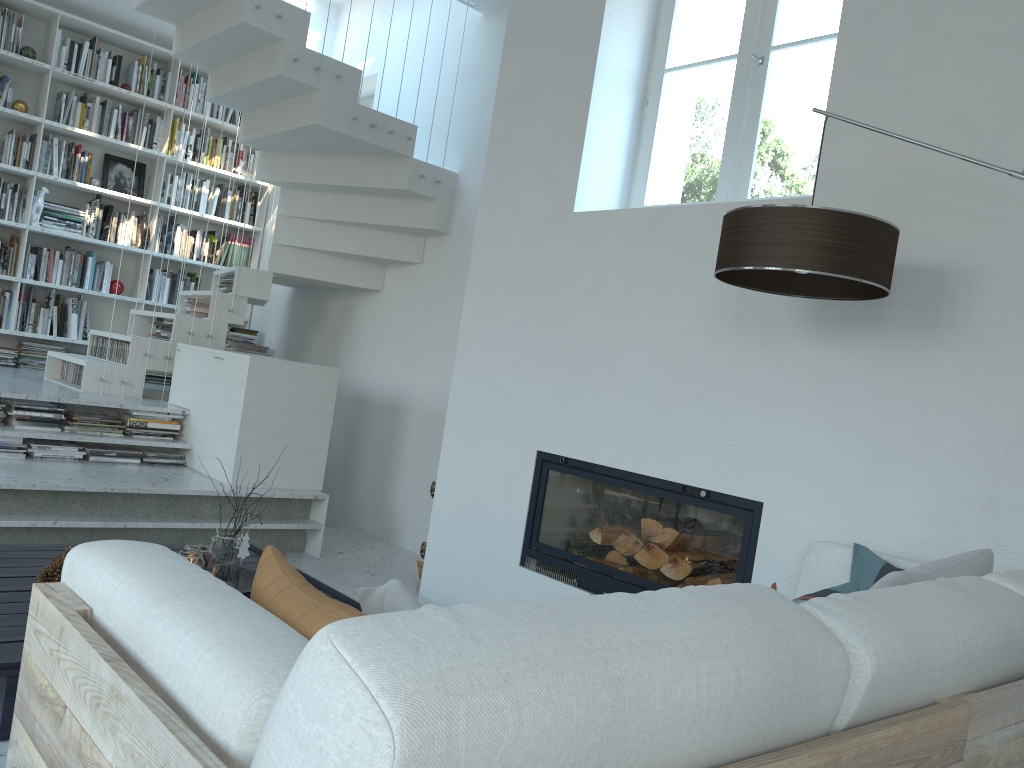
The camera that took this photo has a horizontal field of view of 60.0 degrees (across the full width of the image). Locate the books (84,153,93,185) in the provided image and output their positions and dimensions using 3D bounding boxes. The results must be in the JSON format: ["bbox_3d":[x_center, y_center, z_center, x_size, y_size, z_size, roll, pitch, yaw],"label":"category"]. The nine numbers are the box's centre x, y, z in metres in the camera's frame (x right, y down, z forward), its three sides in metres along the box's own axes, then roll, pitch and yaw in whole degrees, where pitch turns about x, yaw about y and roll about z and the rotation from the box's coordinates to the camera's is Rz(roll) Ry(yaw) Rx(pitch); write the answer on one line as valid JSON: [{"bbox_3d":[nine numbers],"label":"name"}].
[{"bbox_3d":[-3.108,-1.554,6.463,0.026,0.244,0.177,8,1,-41],"label":"books"}]

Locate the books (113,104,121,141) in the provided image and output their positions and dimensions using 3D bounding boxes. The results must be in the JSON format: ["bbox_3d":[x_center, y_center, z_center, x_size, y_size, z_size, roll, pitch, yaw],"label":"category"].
[{"bbox_3d":[-2.935,-1.918,6.583,0.048,0.283,0.162,8,1,-41],"label":"books"}]

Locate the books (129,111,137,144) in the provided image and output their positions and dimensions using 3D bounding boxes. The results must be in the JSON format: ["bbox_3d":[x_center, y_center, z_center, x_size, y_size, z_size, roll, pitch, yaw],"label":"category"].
[{"bbox_3d":[-2.862,-1.897,6.639,0.023,0.264,0.156,8,1,-41],"label":"books"}]

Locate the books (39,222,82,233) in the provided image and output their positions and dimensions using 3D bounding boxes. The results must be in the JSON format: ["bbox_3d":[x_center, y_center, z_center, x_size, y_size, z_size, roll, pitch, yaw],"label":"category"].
[{"bbox_3d":[-3.273,-1.126,6.396,0.285,0.012,0.159,9,0,-36],"label":"books"}]

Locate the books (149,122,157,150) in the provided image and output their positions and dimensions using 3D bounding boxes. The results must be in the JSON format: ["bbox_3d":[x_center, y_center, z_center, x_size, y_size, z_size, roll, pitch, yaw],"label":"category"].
[{"bbox_3d":[-2.757,-1.865,6.741,0.022,0.234,0.158,8,1,-41],"label":"books"}]

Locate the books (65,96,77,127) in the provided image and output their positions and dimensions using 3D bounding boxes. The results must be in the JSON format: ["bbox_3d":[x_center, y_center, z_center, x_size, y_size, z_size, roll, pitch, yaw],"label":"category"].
[{"bbox_3d":[-3.175,-1.939,6.376,0.026,0.251,0.130,8,1,-41],"label":"books"}]

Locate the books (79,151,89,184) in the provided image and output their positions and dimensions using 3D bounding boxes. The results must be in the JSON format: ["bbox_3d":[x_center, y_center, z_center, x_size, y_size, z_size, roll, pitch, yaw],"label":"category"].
[{"bbox_3d":[-3.132,-1.562,6.454,0.021,0.253,0.166,8,1,-41],"label":"books"}]

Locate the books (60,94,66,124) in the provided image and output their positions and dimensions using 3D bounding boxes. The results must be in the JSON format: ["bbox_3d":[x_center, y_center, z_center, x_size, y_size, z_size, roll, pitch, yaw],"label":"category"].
[{"bbox_3d":[-3.223,-1.939,6.323,0.013,0.237,0.141,8,1,-41],"label":"books"}]

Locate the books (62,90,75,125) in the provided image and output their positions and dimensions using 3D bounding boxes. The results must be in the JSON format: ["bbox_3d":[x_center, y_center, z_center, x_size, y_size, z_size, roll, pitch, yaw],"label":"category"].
[{"bbox_3d":[-3.196,-1.958,6.344,0.052,0.282,0.166,8,1,-41],"label":"books"}]

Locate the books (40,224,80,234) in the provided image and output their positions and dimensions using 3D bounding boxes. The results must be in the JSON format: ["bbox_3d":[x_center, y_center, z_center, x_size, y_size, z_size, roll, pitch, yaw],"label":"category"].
[{"bbox_3d":[-3.276,-1.114,6.398,0.160,0.012,0.254,9,0,45],"label":"books"}]

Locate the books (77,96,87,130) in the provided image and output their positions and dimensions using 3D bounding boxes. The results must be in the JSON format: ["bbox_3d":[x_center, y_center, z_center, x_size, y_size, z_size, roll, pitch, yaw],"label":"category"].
[{"bbox_3d":[-3.124,-1.936,6.396,0.026,0.261,0.167,8,1,-41],"label":"books"}]

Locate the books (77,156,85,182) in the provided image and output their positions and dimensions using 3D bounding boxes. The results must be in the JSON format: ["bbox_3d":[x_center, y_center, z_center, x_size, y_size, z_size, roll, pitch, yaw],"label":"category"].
[{"bbox_3d":[-3.155,-1.545,6.437,0.033,0.213,0.152,8,1,-41],"label":"books"}]

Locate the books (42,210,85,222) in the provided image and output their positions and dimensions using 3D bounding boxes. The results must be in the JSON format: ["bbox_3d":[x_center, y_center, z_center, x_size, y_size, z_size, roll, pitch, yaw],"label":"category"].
[{"bbox_3d":[-3.260,-1.210,6.401,0.285,0.012,0.159,9,0,-44],"label":"books"}]

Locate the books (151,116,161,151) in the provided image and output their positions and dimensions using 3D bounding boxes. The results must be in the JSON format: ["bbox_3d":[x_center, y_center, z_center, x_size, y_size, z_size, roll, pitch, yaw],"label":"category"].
[{"bbox_3d":[-2.733,-1.887,6.754,0.026,0.284,0.147,8,1,-41],"label":"books"}]

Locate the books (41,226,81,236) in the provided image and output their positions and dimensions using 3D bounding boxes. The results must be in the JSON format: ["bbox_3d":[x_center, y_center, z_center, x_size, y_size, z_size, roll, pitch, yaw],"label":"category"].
[{"bbox_3d":[-3.278,-1.102,6.398,0.285,0.012,0.159,9,0,-37],"label":"books"}]

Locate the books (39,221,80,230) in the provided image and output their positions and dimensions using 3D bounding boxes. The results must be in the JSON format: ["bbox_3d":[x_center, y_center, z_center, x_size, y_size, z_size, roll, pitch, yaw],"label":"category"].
[{"bbox_3d":[-3.273,-1.138,6.398,0.254,0.012,0.160,9,0,-37],"label":"books"}]

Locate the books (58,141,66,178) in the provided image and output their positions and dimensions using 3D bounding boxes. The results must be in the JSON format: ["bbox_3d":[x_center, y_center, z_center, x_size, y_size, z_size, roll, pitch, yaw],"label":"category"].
[{"bbox_3d":[-3.250,-1.597,6.363,0.012,0.285,0.159,8,1,-41],"label":"books"}]

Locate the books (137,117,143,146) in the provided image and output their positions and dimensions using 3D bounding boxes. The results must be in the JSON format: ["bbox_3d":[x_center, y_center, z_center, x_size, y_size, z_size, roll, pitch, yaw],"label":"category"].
[{"bbox_3d":[-2.822,-1.883,6.671,0.011,0.249,0.151,8,1,-41],"label":"books"}]

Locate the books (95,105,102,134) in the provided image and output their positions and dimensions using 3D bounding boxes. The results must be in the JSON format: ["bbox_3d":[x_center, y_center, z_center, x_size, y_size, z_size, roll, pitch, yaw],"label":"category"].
[{"bbox_3d":[-3.047,-1.913,6.482,0.025,0.238,0.142,8,1,-41],"label":"books"}]

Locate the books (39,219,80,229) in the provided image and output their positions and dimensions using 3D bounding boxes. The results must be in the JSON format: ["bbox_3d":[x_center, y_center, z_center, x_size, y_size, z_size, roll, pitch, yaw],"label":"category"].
[{"bbox_3d":[-3.273,-1.151,6.401,0.254,0.012,0.160,9,0,-39],"label":"books"}]

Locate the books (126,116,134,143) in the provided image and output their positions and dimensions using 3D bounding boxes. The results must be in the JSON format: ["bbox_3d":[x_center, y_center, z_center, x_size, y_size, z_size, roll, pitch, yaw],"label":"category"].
[{"bbox_3d":[-2.880,-1.876,6.614,0.031,0.217,0.165,8,1,-41],"label":"books"}]

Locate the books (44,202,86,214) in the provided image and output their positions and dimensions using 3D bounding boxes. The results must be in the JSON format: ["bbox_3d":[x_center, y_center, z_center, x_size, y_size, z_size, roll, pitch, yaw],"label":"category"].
[{"bbox_3d":[-3.252,-1.270,6.402,0.285,0.012,0.159,9,0,-43],"label":"books"}]

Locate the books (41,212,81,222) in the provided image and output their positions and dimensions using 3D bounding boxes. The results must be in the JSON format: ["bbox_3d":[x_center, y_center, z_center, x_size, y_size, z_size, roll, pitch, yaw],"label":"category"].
[{"bbox_3d":[-3.259,-1.198,6.398,0.254,0.012,0.160,9,0,-36],"label":"books"}]

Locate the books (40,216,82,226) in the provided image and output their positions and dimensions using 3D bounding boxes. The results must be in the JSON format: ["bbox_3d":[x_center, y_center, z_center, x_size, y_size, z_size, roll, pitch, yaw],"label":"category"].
[{"bbox_3d":[-3.265,-1.174,6.396,0.160,0.012,0.254,9,0,44],"label":"books"}]

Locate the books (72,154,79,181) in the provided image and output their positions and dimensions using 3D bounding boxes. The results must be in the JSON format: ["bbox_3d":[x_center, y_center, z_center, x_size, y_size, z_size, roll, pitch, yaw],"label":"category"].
[{"bbox_3d":[-3.173,-1.545,6.401,0.013,0.207,0.189,8,1,-41],"label":"books"}]

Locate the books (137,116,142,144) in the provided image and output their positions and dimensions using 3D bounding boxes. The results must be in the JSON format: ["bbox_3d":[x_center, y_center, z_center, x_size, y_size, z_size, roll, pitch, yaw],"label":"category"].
[{"bbox_3d":[-2.840,-1.886,6.673,0.014,0.249,0.162,8,1,-41],"label":"books"}]

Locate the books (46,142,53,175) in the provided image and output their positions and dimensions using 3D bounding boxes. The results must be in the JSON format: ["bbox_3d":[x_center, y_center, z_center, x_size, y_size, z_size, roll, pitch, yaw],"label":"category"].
[{"bbox_3d":[-3.305,-1.586,6.301,0.011,0.248,0.155,8,1,-41],"label":"books"}]

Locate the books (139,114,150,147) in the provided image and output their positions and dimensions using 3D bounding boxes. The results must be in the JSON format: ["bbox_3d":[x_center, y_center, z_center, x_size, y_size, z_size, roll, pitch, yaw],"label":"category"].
[{"bbox_3d":[-2.797,-1.891,6.680,0.036,0.272,0.177,8,1,-41],"label":"books"}]

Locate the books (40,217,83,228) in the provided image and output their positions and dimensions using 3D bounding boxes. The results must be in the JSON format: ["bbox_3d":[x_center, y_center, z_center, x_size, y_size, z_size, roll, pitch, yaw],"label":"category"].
[{"bbox_3d":[-3.271,-1.162,6.401,0.285,0.012,0.159,9,0,-43],"label":"books"}]

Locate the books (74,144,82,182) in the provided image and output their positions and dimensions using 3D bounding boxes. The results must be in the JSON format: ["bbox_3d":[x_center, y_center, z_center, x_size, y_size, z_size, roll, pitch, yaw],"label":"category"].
[{"bbox_3d":[-3.165,-1.583,6.418,0.014,0.285,0.175,8,1,-41],"label":"books"}]

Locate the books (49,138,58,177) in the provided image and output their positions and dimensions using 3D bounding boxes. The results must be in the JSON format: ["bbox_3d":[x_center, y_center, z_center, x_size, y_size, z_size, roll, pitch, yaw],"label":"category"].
[{"bbox_3d":[-3.277,-1.603,6.330,0.065,0.289,0.145,8,1,-41],"label":"books"}]

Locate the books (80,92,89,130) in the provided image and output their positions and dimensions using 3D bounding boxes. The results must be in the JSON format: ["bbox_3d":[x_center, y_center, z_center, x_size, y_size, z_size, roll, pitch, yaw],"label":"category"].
[{"bbox_3d":[-3.113,-1.952,6.415,0.011,0.296,0.162,8,1,-41],"label":"books"}]

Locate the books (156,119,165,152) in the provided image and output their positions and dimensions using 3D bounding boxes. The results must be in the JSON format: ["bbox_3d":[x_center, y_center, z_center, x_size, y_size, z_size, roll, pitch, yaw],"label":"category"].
[{"bbox_3d":[-2.712,-1.874,6.771,0.031,0.265,0.169,8,1,-41],"label":"books"}]

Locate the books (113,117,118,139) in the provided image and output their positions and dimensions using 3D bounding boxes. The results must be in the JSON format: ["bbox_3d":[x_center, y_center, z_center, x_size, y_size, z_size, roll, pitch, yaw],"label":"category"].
[{"bbox_3d":[-2.974,-1.880,6.580,0.027,0.196,0.130,8,1,-41],"label":"books"}]

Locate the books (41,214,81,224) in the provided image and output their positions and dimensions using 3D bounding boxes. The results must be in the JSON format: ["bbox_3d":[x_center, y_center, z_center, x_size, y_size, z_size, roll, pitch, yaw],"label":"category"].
[{"bbox_3d":[-3.270,-1.187,6.404,0.254,0.012,0.160,9,0,-41],"label":"books"}]

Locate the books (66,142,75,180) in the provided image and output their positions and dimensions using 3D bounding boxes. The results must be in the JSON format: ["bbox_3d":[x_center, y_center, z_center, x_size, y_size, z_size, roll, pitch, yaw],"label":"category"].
[{"bbox_3d":[-3.199,-1.590,6.389,0.012,0.287,0.176,8,1,-41],"label":"books"}]

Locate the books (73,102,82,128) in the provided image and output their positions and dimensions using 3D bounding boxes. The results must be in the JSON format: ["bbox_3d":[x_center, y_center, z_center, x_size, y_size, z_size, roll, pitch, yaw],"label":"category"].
[{"bbox_3d":[-3.144,-1.912,6.376,0.025,0.207,0.175,8,1,-41],"label":"books"}]

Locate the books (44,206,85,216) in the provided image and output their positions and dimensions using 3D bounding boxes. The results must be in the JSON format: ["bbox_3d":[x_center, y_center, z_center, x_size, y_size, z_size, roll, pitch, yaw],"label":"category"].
[{"bbox_3d":[-3.256,-1.246,6.402,0.285,0.012,0.159,9,0,-39],"label":"books"}]

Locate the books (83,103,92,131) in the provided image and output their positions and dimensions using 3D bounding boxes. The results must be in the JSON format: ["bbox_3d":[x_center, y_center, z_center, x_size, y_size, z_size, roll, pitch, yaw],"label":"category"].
[{"bbox_3d":[-3.103,-1.914,6.429,0.030,0.224,0.157,8,1,-41],"label":"books"}]

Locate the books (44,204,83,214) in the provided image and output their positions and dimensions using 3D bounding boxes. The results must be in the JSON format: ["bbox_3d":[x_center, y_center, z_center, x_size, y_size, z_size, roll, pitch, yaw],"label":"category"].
[{"bbox_3d":[-3.254,-1.258,6.402,0.254,0.012,0.160,9,0,-39],"label":"books"}]

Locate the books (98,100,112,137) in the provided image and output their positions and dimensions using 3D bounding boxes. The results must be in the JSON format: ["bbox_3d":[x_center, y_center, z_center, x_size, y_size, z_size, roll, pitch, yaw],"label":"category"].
[{"bbox_3d":[-2.990,-1.917,6.461,0.032,0.265,0.245,8,1,-41],"label":"books"}]

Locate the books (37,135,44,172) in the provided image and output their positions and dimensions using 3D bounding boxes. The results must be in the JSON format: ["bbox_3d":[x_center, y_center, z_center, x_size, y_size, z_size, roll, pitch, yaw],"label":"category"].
[{"bbox_3d":[-3.360,-1.613,6.268,0.031,0.284,0.137,8,1,-41],"label":"books"}]

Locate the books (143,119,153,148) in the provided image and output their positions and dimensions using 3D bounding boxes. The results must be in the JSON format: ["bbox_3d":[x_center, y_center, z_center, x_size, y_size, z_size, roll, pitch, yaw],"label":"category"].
[{"bbox_3d":[-2.779,-1.872,6.708,0.030,0.241,0.162,8,1,-41],"label":"books"}]

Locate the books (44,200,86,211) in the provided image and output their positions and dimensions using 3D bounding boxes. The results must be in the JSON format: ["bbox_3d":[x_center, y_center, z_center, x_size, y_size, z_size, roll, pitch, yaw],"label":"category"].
[{"bbox_3d":[-3.251,-1.282,6.402,0.285,0.012,0.159,9,0,-39],"label":"books"}]

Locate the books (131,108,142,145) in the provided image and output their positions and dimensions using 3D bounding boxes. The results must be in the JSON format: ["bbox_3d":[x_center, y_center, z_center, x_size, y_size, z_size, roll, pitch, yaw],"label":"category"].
[{"bbox_3d":[-2.834,-1.908,6.643,0.022,0.294,0.180,8,1,-41],"label":"books"}]

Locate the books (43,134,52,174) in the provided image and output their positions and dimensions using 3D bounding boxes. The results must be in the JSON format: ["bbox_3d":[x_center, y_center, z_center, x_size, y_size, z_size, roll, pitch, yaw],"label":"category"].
[{"bbox_3d":[-3.316,-1.615,6.299,0.015,0.301,0.140,8,1,-41],"label":"books"}]

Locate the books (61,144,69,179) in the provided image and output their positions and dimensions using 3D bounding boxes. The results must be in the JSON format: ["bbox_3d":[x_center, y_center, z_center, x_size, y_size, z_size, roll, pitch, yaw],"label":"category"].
[{"bbox_3d":[-3.237,-1.586,6.389,0.043,0.269,0.131,8,1,-41],"label":"books"}]

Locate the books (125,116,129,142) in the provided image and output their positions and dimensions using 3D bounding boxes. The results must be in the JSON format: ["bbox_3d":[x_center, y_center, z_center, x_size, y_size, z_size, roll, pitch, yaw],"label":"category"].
[{"bbox_3d":[-2.903,-1.879,6.608,0.013,0.216,0.177,8,1,-41],"label":"books"}]

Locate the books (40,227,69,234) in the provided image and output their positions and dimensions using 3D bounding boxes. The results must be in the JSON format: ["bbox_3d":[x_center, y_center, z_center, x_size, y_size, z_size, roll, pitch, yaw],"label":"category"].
[{"bbox_3d":[-3.278,-1.090,6.396,0.159,0.012,0.285,9,0,44],"label":"books"}]

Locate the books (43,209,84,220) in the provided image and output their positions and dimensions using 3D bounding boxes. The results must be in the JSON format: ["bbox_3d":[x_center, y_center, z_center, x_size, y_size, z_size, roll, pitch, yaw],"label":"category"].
[{"bbox_3d":[-3.260,-1.222,6.402,0.285,0.012,0.159,9,0,-39],"label":"books"}]

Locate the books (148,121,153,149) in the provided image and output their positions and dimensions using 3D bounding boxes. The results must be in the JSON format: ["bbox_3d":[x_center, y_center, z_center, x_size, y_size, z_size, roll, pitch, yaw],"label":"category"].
[{"bbox_3d":[-2.774,-1.874,6.735,0.014,0.246,0.142,8,1,-41],"label":"books"}]

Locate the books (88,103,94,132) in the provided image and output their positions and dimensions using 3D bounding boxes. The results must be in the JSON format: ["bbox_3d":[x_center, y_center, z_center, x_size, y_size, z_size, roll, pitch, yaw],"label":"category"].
[{"bbox_3d":[-3.092,-1.918,6.457,0.024,0.236,0.146,8,1,-41],"label":"books"}]

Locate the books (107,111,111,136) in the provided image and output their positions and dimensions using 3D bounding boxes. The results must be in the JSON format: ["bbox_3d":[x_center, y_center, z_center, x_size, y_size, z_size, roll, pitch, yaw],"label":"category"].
[{"bbox_3d":[-2.998,-1.896,6.533,0.013,0.221,0.145,8,1,-41],"label":"books"}]

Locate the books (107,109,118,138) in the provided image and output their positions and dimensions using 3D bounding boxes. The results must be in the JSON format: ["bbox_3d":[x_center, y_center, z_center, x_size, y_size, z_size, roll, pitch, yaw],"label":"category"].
[{"bbox_3d":[-2.962,-1.895,6.526,0.030,0.230,0.186,8,1,-41],"label":"books"}]

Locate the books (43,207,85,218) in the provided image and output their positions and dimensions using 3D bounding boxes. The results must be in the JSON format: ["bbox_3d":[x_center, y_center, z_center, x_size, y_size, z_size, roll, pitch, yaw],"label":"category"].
[{"bbox_3d":[-3.253,-1.233,6.397,0.159,0.012,0.285,9,0,44],"label":"books"}]

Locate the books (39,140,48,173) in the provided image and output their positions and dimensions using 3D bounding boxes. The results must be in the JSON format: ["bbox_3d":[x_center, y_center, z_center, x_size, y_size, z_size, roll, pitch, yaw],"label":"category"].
[{"bbox_3d":[-3.345,-1.595,6.294,0.030,0.253,0.128,8,1,-41],"label":"books"}]

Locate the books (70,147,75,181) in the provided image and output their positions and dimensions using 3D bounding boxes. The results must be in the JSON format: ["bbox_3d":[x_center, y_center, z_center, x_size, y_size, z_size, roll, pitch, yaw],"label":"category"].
[{"bbox_3d":[-3.198,-1.579,6.410,0.020,0.267,0.152,8,1,-41],"label":"books"}]

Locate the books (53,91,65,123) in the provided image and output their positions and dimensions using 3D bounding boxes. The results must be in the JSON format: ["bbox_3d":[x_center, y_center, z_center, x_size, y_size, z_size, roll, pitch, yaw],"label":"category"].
[{"bbox_3d":[-3.233,-1.949,6.316,0.012,0.254,0.160,8,1,-41],"label":"books"}]

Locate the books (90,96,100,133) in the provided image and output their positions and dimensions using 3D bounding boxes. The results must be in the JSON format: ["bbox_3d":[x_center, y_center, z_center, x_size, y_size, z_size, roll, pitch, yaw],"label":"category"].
[{"bbox_3d":[-3.056,-1.939,6.457,0.026,0.288,0.156,8,1,-41],"label":"books"}]

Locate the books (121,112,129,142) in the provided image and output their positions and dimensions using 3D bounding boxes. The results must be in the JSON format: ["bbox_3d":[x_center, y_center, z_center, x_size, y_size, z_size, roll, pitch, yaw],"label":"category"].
[{"bbox_3d":[-2.900,-1.891,6.585,0.014,0.240,0.189,8,1,-41],"label":"books"}]
